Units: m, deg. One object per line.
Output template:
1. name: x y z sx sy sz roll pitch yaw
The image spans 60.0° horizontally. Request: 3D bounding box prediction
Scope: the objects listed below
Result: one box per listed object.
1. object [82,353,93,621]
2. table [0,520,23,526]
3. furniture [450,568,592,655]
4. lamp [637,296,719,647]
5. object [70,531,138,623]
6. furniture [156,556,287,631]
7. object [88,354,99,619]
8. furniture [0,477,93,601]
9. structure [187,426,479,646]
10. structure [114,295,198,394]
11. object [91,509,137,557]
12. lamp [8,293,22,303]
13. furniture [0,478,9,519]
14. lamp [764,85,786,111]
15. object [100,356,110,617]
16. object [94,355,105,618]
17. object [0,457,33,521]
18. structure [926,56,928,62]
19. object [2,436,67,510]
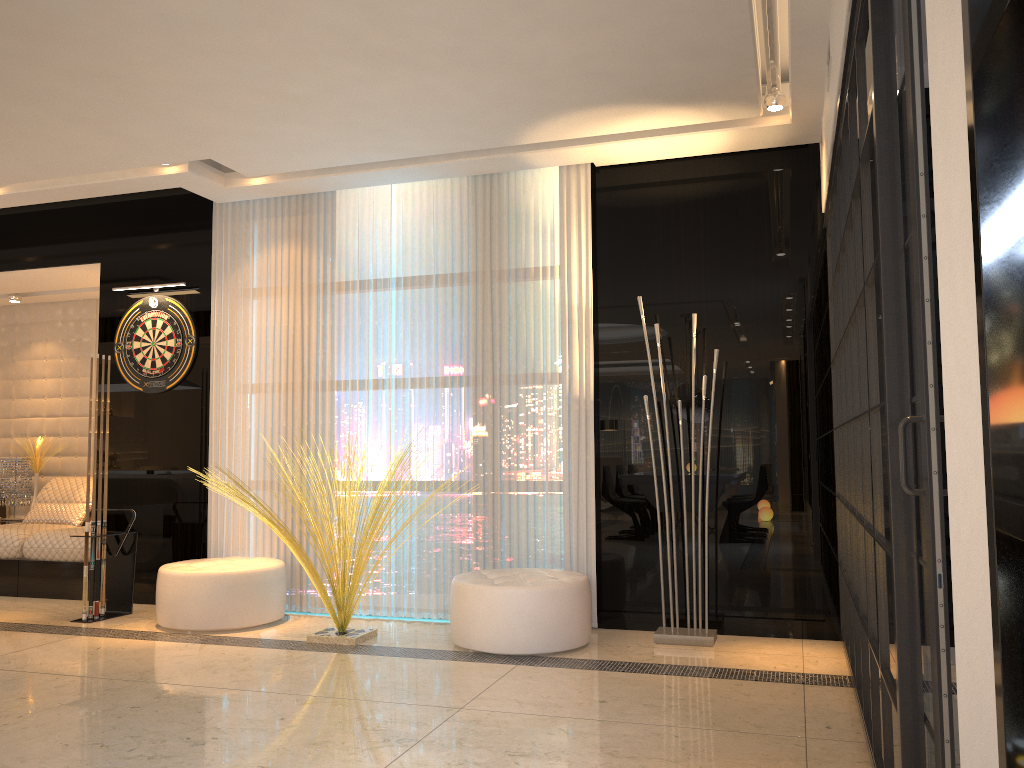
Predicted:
1. object: -2.551 0.612 5.337 0.027 1.605 0.026 2 -5 -34
2. table: -4.210 1.337 7.035 0.608 0.457 1.143 -2 -5 18
3. furniture: 0.046 1.158 4.595 0.735 0.357 0.735 0 -4 -10
4. lamp: 0.890 0.431 4.635 0.418 1.801 0.200 -2 -5 18
5. object: -2.508 1.169 5.414 0.261 0.508 0.325 -2 -5 18
6. furniture: -1.711 1.224 5.247 0.735 0.357 0.735 -2 -5 20
7. object: -2.536 0.615 5.384 0.027 1.605 0.026 2 -5 -34
8. furniture: -3.301 1.128 6.765 1.312 0.810 1.107 -2 -5 18
9. structure: -0.955 0.775 4.608 1.275 1.142 1.282 2 -5 -26
10. structure: -2.406 -0.269 5.980 0.669 0.669 0.048 -2 -5 18
11. object: -2.483 0.929 5.523 0.330 0.297 0.032 -2 -5 18
12. lamp: -4.160 -0.744 7.423 0.107 0.127 0.107 0 -4 -1
13. furniture: -5.118 1.189 7.340 1.312 0.810 1.107 -2 -5 18
14. lamp: 1.303 -1.420 4.395 0.107 0.127 0.107 0 -4 -1
15. object: -2.507 0.623 5.474 0.027 1.605 0.026 2 -5 -34
16. object: -2.522 0.620 5.429 0.027 1.605 0.026 2 -5 -34
17. object: -4.168 0.877 7.439 0.247 0.522 0.124 -2 -5 18
18. structure: 2.588 -0.894 2.819 1.964 4.134 3.425 -2 -5 18
19. object: -3.911 0.772 7.310 0.390 0.718 0.388 -1 -4 9
